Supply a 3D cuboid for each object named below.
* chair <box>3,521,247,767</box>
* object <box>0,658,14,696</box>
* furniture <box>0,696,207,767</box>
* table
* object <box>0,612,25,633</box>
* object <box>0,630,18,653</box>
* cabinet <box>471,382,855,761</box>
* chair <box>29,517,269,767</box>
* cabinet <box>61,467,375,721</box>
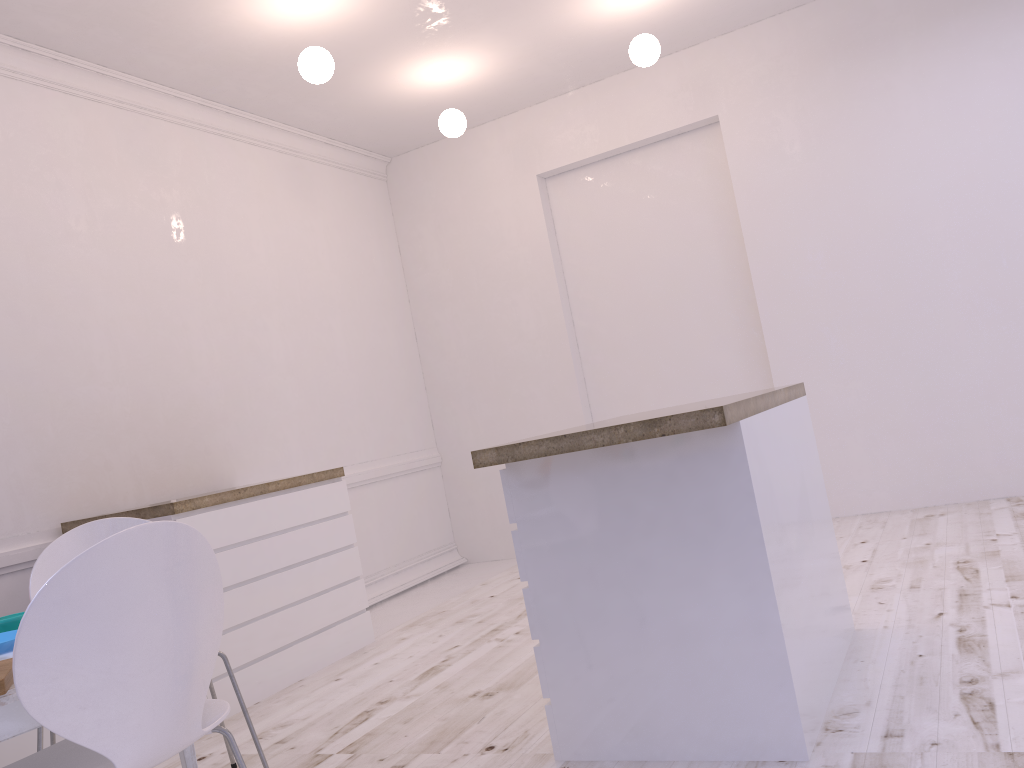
[{"bbox_3d":[-0.763,0.700,1.626,0.483,0.845,0.604,-12,-3,27],"label":"chair"},{"bbox_3d":[-0.986,0.509,1.407,0.347,0.024,0.224,-10,-3,-23],"label":"object"},{"bbox_3d":[-2.167,1.155,1.921,0.769,0.508,3.296,-12,-3,27],"label":"furniture"},{"bbox_3d":[-1.176,0.894,1.736,1.140,0.629,1.140,-9,-3,-35],"label":"table"},{"bbox_3d":[-1.140,0.552,2.024,0.088,0.043,0.088,-13,-3,34],"label":"object"},{"bbox_3d":[-1.101,0.552,1.862,0.196,0.023,0.196,-12,-3,14],"label":"object"},{"bbox_3d":[0.521,0.496,2.610,0.654,0.842,1.167,-12,-3,27],"label":"cabinet"},{"bbox_3d":[-1.074,0.799,2.498,0.604,0.845,0.483,-10,-3,-28],"label":"chair"},{"bbox_3d":[-1.247,0.896,3.920,0.654,0.842,1.036,-12,-3,27],"label":"cabinet"}]
